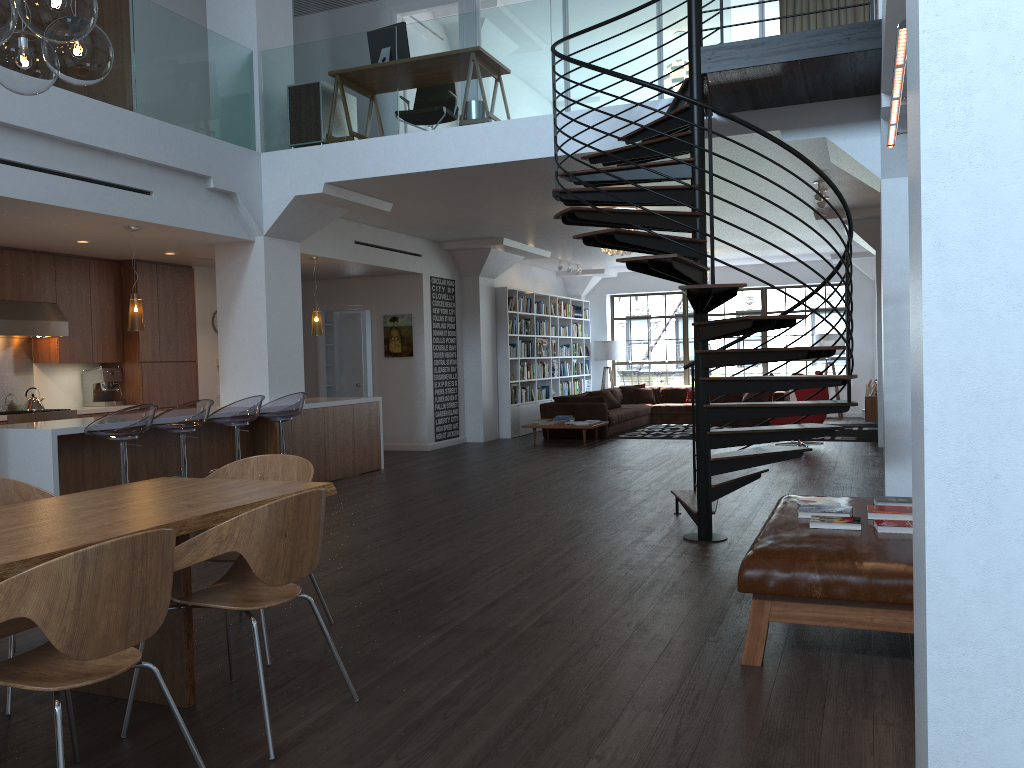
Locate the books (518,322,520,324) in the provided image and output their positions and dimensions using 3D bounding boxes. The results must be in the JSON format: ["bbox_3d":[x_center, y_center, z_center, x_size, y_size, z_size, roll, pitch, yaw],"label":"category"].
[{"bbox_3d":[0.032,-0.913,14.622,0.161,0.207,0.135,-1,2,22],"label":"books"}]

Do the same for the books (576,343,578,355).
[{"bbox_3d":[1.225,-0.678,17.601,0.180,0.259,0.042,-1,2,22],"label":"books"}]

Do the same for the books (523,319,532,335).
[{"bbox_3d":[0.241,-0.974,15.197,0.198,0.284,0.049,-1,2,22],"label":"books"}]

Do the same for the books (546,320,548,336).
[{"bbox_3d":[0.544,-1.004,15.917,0.197,0.283,0.065,-1,2,22],"label":"books"}]

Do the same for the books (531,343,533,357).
[{"bbox_3d":[0.265,-0.581,15.164,0.182,0.253,0.034,-1,2,22],"label":"books"}]

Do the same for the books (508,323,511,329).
[{"bbox_3d":[-0.118,-0.885,14.225,0.161,0.182,0.170,-1,2,22],"label":"books"}]

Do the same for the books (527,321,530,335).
[{"bbox_3d":[0.216,-0.948,15.084,0.174,0.240,0.054,-1,2,22],"label":"books"}]

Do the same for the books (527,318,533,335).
[{"bbox_3d":[0.276,-0.980,15.239,0.176,0.291,0.053,-1,2,22],"label":"books"}]

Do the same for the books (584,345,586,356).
[{"bbox_3d":[1.411,-0.677,18.023,0.161,0.222,0.084,-1,2,22],"label":"books"}]

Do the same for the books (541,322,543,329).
[{"bbox_3d":[0.463,-0.978,15.702,0.159,0.250,0.026,-1,2,22],"label":"books"}]

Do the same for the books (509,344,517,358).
[{"bbox_3d":[0.007,-0.544,14.519,0.140,0.231,0.042,-1,2,22],"label":"books"}]

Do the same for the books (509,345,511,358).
[{"bbox_3d":[-0.088,-0.519,14.283,0.127,0.200,0.020,-1,2,22],"label":"books"}]

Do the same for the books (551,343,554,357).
[{"bbox_3d":[0.676,-0.620,16.202,0.174,0.251,0.051,-1,2,22],"label":"books"}]

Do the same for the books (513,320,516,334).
[{"bbox_3d":[-0.039,-0.924,14.432,0.174,0.242,0.105,-1,2,22],"label":"books"}]

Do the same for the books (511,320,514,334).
[{"bbox_3d":[-0.066,-0.917,14.353,0.172,0.235,0.112,-1,2,22],"label":"books"}]

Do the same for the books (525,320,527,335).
[{"bbox_3d":[0.164,-0.951,14.984,0.183,0.253,0.042,-1,2,22],"label":"books"}]

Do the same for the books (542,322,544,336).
[{"bbox_3d":[0.480,-0.978,15.740,0.170,0.245,0.057,-1,2,22],"label":"books"}]

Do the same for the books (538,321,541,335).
[{"bbox_3d":[0.411,-0.974,15.555,0.182,0.253,0.034,-1,2,22],"label":"books"}]

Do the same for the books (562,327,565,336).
[{"bbox_3d":[0.936,-0.988,16.877,0.128,0.178,0.022,-1,2,22],"label":"books"}]

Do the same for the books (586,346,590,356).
[{"bbox_3d":[1.480,-0.680,18.200,0.182,0.215,0.188,-1,2,22],"label":"books"}]

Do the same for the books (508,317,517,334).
[{"bbox_3d":[-0.002,-0.951,14.500,0.176,0.290,0.053,-1,2,22],"label":"books"}]

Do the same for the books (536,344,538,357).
[{"bbox_3d":[0.368,-0.577,15.438,0.161,0.223,0.032,-1,2,22],"label":"books"}]

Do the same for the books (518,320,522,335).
[{"bbox_3d":[0.079,-0.942,14.761,0.183,0.253,0.042,-1,2,22],"label":"books"}]

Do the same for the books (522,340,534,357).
[{"bbox_3d":[0.278,-0.601,15.225,0.176,0.294,0.102,-1,2,22],"label":"books"}]

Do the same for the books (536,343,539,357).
[{"bbox_3d":[0.385,-0.587,15.478,0.174,0.240,0.054,-1,2,22],"label":"books"}]

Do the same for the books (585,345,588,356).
[{"bbox_3d":[1.439,-0.682,18.159,0.182,0.226,0.173,-1,2,22],"label":"books"}]

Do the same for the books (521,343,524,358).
[{"bbox_3d":[0.101,-0.558,14.774,0.174,0.239,0.045,-1,2,22],"label":"books"}]

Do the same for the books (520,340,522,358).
[{"bbox_3d":[0.067,-0.581,14.705,0.176,0.290,0.053,-1,2,22],"label":"books"}]

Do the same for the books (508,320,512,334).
[{"bbox_3d":[-0.080,-0.914,14.325,0.152,0.232,0.104,-1,2,22],"label":"books"}]

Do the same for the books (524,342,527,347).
[{"bbox_3d":[0.161,-0.573,14.981,0.182,0.253,0.034,-1,2,22],"label":"books"}]

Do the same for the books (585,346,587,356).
[{"bbox_3d":[1.438,-0.673,18.120,0.167,0.210,0.162,-1,2,22],"label":"books"}]

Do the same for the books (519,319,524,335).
[{"bbox_3d":[0.106,-0.948,14.843,0.180,0.259,0.042,-1,2,22],"label":"books"}]

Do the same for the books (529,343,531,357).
[{"bbox_3d":[0.234,-0.571,15.097,0.174,0.239,0.045,-1,2,22],"label":"books"}]

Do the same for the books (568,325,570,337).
[{"bbox_3d":[1.028,-1.022,17.116,0.158,0.226,0.052,-1,2,22],"label":"books"}]

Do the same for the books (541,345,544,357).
[{"bbox_3d":[0.473,-0.578,15.694,0.161,0.207,0.135,-1,2,21],"label":"books"}]

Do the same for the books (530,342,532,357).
[{"bbox_3d":[0.243,-0.579,15.136,0.182,0.253,0.034,-1,2,22],"label":"books"}]

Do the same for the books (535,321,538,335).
[{"bbox_3d":[0.351,-0.968,15.391,0.182,0.253,0.034,-1,2,22],"label":"books"}]

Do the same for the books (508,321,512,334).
[{"bbox_3d":[-0.094,-0.906,14.299,0.161,0.218,0.101,-1,2,22],"label":"books"}]

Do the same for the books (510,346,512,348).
[{"bbox_3d":[-0.065,-0.514,14.348,0.134,0.184,0.030,-1,2,22],"label":"books"}]

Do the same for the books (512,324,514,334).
[{"bbox_3d":[-0.060,-0.921,14.398,0.172,0.239,0.093,-1,2,22],"label":"books"}]

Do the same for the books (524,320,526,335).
[{"bbox_3d":[0.141,-0.945,14.914,0.171,0.246,0.039,-1,2,22],"label":"books"}]

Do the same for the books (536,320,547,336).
[{"bbox_3d":[0.525,-1.004,15.859,0.176,0.290,0.053,-1,2,22],"label":"books"}]

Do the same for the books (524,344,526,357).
[{"bbox_3d":[0.149,-0.554,14.884,0.161,0.223,0.027,-1,2,22],"label":"books"}]

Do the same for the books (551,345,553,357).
[{"bbox_3d":[0.660,-0.604,16.165,0.161,0.223,0.030,-1,2,22],"label":"books"}]

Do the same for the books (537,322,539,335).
[{"bbox_3d":[0.375,-0.964,15.461,0.174,0.239,0.045,-1,2,22],"label":"books"}]

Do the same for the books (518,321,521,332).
[{"bbox_3d":[0.045,-0.930,14.678,0.174,0.236,0.142,-1,2,22],"label":"books"}]

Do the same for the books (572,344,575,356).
[{"bbox_3d":[1.138,-0.659,17.351,0.174,0.240,0.054,-1,2,22],"label":"books"}]

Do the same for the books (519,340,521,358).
[{"bbox_3d":[0.040,-0.575,14.650,0.197,0.283,0.065,-1,2,22],"label":"books"}]

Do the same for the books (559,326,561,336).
[{"bbox_3d":[0.836,-0.989,16.602,0.146,0.202,0.027,-1,2,22],"label":"books"}]

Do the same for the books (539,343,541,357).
[{"bbox_3d":[0.417,-0.597,15.585,0.183,0.253,0.042,-1,2,22],"label":"books"}]

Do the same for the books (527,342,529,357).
[{"bbox_3d":[0.195,-0.574,15.004,0.182,0.253,0.034,-1,2,22],"label":"books"}]
